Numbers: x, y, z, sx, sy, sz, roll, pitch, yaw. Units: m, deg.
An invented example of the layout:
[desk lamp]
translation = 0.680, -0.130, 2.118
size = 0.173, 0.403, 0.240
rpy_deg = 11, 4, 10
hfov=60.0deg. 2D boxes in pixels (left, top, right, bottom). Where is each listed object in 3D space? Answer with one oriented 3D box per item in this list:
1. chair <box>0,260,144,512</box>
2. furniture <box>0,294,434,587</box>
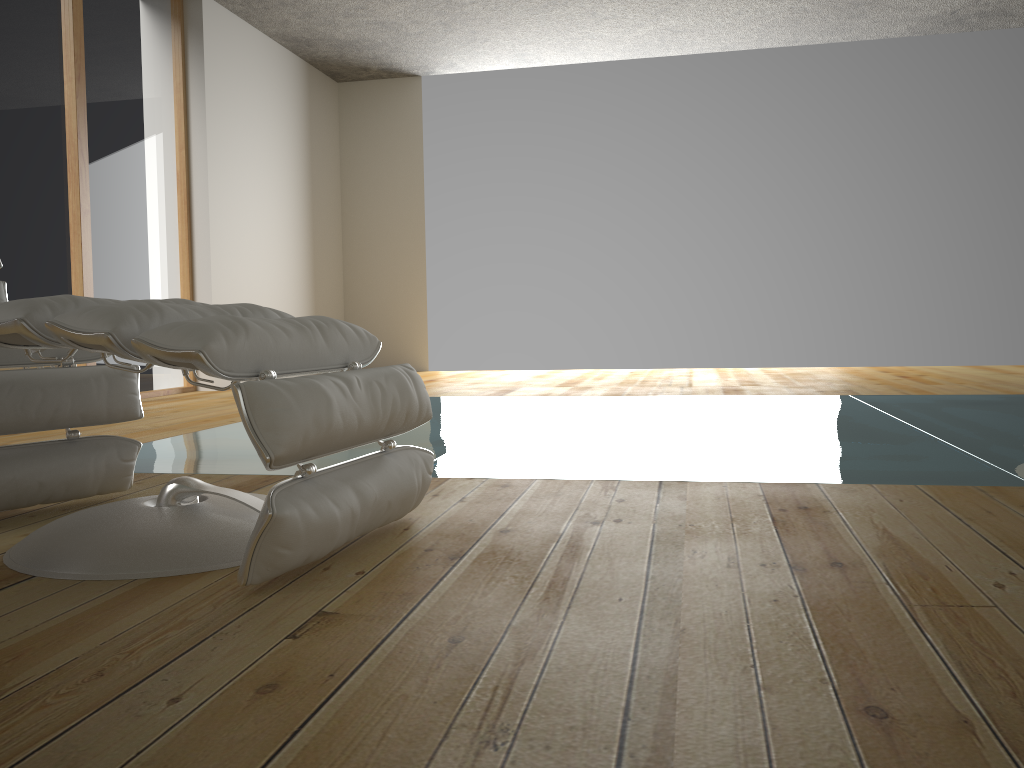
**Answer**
[chair]
translation = -1.341, -0.218, 2.011
size = 0.914, 0.967, 0.570
rpy_deg = 1, 3, 37
[furniture]
translation = -0.549, 0.059, 1.582
size = 0.686, 0.439, 0.570
rpy_deg = 0, 3, 18
